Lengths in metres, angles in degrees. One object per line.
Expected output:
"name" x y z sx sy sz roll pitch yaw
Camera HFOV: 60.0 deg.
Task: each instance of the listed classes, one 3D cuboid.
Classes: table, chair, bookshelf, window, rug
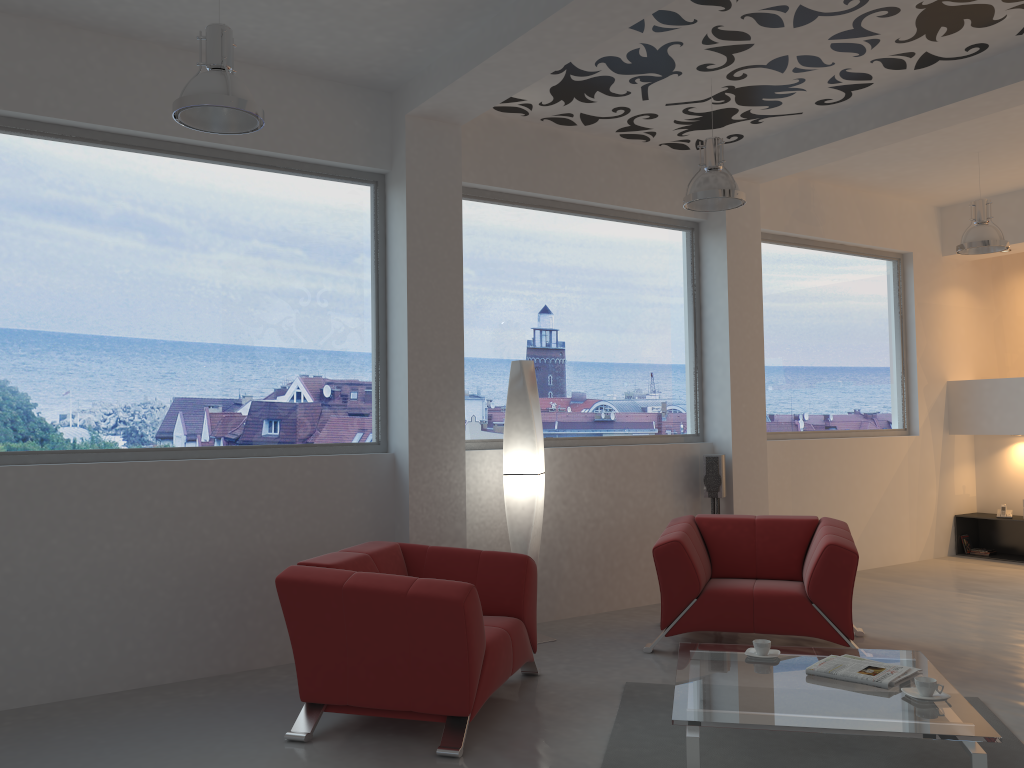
"table" 1.236 1.369 3.652 1.097 0.286 1.162 -1 -3 12
"chair" -0.448 1.209 4.395 0.951 0.738 1.288 -2 -3 17
"bookshelf" 5.350 1.448 7.813 0.405 0.397 2.764 1 -3 -33
"window" 2.859 -0.403 8.138 2.400 1.800 0.100 1 -3 -33
"chair" 1.516 1.230 5.517 1.288 0.738 0.951 -2 -3 17
"window" 0.508 -0.437 6.617 2.400 1.800 0.100 1 -3 -33
"rug" 1.250 1.514 3.643 1.700 0.025 1.700 -1 -3 12
"window" -1.843 -0.471 5.096 2.400 1.800 0.100 1 -3 -33

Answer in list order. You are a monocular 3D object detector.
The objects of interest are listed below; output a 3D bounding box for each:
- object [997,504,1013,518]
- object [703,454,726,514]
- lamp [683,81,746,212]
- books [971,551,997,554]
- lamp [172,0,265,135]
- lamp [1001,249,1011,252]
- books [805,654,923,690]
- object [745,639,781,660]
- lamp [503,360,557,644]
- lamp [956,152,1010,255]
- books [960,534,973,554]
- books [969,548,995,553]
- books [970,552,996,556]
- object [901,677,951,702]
"object" 4.764 1.224 8.573 0.130 0.117 0.146 -3 -3 32
"object" 1.575 1.103 6.845 0.214 1.112 0.229 -2 -3 22
"lamp" 1.244 -1.506 5.492 0.379 0.800 0.379 -1 -3 -4
"books" 4.681 1.666 8.800 0.135 0.015 0.190 1 -3 -33
"lamp" -1.275 -1.542 3.862 0.379 0.800 0.379 -1 -3 7
"lamp" 4.836 -1.304 8.692 0.105 0.011 0.105 1 -3 -29
"books" 1.472 1.209 3.739 0.345 0.035 0.367 2 -4 -43
"object" 1.145 1.211 4.053 0.153 0.069 0.153 -2 -3 24
"lamp" 0.081 0.739 5.692 0.313 1.779 0.313 1 -3 -41
"lamp" 3.762 -1.469 7.121 0.379 0.800 0.379 -2 -3 28
"books" 4.564 1.605 8.891 0.135 0.187 0.063 1 -3 -33
"books" 4.672 1.652 8.814 0.135 0.015 0.190 1 -3 -33
"books" 4.679 1.681 8.804 0.135 0.015 0.190 1 -3 -33
"object" 1.596 1.175 3.423 0.153 0.069 0.153 -1 -3 -6
